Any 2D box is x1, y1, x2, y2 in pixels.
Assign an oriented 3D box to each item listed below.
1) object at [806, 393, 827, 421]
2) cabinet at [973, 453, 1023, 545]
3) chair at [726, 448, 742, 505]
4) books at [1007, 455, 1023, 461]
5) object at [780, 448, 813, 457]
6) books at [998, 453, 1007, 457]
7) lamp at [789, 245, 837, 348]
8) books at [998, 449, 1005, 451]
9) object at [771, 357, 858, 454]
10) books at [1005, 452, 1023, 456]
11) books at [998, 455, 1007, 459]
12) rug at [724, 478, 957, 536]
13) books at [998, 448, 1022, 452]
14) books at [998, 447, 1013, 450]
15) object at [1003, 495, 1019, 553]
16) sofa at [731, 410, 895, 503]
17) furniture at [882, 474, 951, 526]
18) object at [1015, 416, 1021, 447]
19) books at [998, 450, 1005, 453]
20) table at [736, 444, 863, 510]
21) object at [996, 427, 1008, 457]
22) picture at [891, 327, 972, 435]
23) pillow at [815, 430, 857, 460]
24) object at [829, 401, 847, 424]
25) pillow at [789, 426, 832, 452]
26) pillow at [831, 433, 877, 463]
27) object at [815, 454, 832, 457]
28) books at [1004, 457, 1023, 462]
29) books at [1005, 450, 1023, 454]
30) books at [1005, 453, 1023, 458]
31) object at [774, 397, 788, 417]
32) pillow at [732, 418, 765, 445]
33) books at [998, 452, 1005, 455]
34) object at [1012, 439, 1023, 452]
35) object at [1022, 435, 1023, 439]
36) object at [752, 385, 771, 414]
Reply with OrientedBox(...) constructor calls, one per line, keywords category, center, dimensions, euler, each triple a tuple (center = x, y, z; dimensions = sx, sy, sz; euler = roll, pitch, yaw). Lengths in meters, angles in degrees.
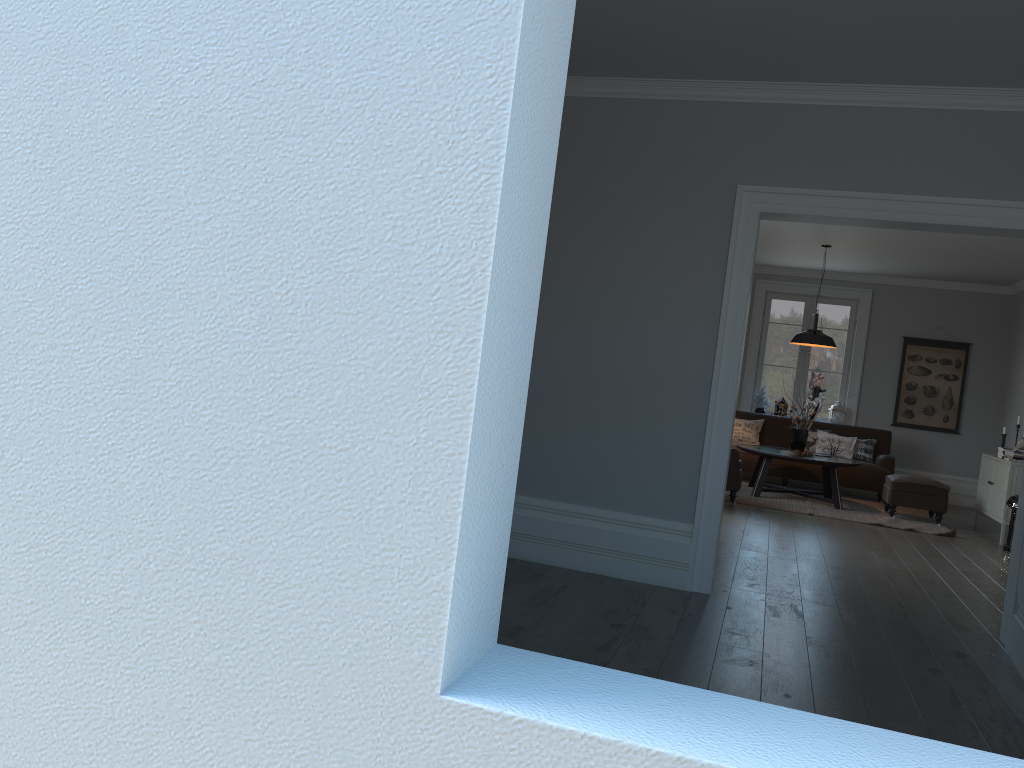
OrientedBox(category="object", center=(3.887, 0.304, 11.332), dimensions=(0.239, 0.410, 0.128), euler=(7, 1, 13))
OrientedBox(category="cabinet", center=(4.776, 1.101, 8.490), dimensions=(0.408, 0.757, 1.152), euler=(7, 2, 17))
OrientedBox(category="chair", center=(1.684, 0.701, 8.534), dimensions=(0.969, 0.795, 0.807), euler=(6, 2, -32))
OrientedBox(category="books", center=(4.778, 0.700, 8.283), dimensions=(0.238, 0.027, 0.175), euler=(7, 2, 13))
OrientedBox(category="object", center=(3.073, 0.726, 9.448), dimensions=(0.404, 0.067, 0.153), euler=(8, 2, 34))
OrientedBox(category="books", center=(4.824, 0.697, 8.506), dimensions=(0.253, 0.016, 0.200), euler=(7, 2, 15))
OrientedBox(category="lamp", center=(3.294, -0.947, 9.501), dimensions=(0.504, 1.075, 0.504), euler=(6, 1, -26))
OrientedBox(category="books", center=(4.834, 0.650, 8.507), dimensions=(0.265, 0.010, 0.196), euler=(8, 2, 17))
OrientedBox(category="object", center=(3.227, 0.237, 9.437), dimensions=(0.853, 1.066, 0.525), euler=(7, 1, -13))
OrientedBox(category="books", center=(4.764, 0.662, 8.280), dimensions=(0.235, 0.017, 0.184), euler=(7, 2, 4))
OrientedBox(category="books", center=(4.832, 0.717, 8.511), dimensions=(0.271, 0.022, 0.200), euler=(8, 2, 19))
OrientedBox(category="rug", center=(3.065, 1.196, 9.577), dimensions=(2.819, 0.090, 2.400), euler=(8, 2, 17))
OrientedBox(category="books", center=(4.831, 0.640, 8.509), dimensions=(0.260, 0.010, 0.196), euler=(7, 2, 15))
OrientedBox(category="books", center=(4.837, 0.631, 8.515), dimensions=(0.263, 0.008, 0.212), euler=(8, 2, 18))
OrientedBox(category="object", center=(4.454, 1.165, 7.653), dimensions=(0.323, 0.599, 0.323), euler=(7, 1, 17))
OrientedBox(category="sofa", center=(3.429, 0.838, 10.719), dimensions=(2.165, 0.824, 0.968), euler=(7, 2, 17))
OrientedBox(category="furniture", center=(4.078, 1.157, 8.973), dimensions=(0.583, 0.440, 0.574), euler=(7, 2, 17))
OrientedBox(category="object", center=(4.911, 0.520, 8.627), dimensions=(0.092, 0.431, 0.092), euler=(6, 1, -24))
OrientedBox(category="books", center=(4.829, 0.664, 8.511), dimensions=(0.251, 0.019, 0.200), euler=(8, 2, 19))
OrientedBox(category="table", center=(3.051, 0.999, 9.546), dimensions=(1.300, 0.503, 1.300), euler=(7, 2, 10))
OrientedBox(category="object", center=(4.839, 0.570, 8.734), dimensions=(0.083, 0.311, 0.083), euler=(7, 1, -6))
OrientedBox(category="picture", center=(5.238, -0.074, 11.067), dimensions=(0.793, 1.313, 0.057), euler=(7, 1, 17))
OrientedBox(category="pillow", center=(3.858, 0.729, 10.585), dimensions=(0.471, 0.309, 0.188), euler=(7, 1, 17))
OrientedBox(category="object", center=(4.151, 0.382, 11.313), dimensions=(0.193, 0.322, 0.193), euler=(7, 1, 10))
OrientedBox(category="pillow", center=(3.601, 0.702, 10.741), dimensions=(0.472, 0.347, 0.159), euler=(7, 1, 14))
OrientedBox(category="pillow", center=(4.079, 0.767, 10.635), dimensions=(0.542, 0.288, 0.183), euler=(8, 1, 18))
OrientedBox(category="object", center=(3.398, 0.782, 9.679), dimensions=(0.207, 0.011, 0.051), euler=(6, 2, -23))
OrientedBox(category="books", center=(4.762, 0.718, 8.295), dimensions=(0.244, 0.014, 0.196), euler=(8, 2, 17))
OrientedBox(category="books", center=(4.767, 0.647, 8.285), dimensions=(0.235, 0.014, 0.184), euler=(7, 2, 4))
OrientedBox(category="books", center=(4.767, 0.678, 8.285), dimensions=(0.235, 0.014, 0.184), euler=(7, 2, 6))
OrientedBox(category="object", center=(3.501, 0.315, 11.530), dimensions=(0.155, 0.284, 0.155), euler=(7, 1, 7))
OrientedBox(category="pillow", center=(2.846, 0.588, 11.009), dimensions=(0.519, 0.368, 0.240), euler=(7, 1, 17))
OrientedBox(category="books", center=(4.837, 0.682, 8.512), dimensions=(0.271, 0.016, 0.222), euler=(8, 2, 17))
OrientedBox(category="object", center=(4.782, 0.578, 8.289), dimensions=(0.194, 0.127, 0.192), euler=(7, 2, 10))
OrientedBox(category="object", center=(5.010, 0.519, 8.663), dimensions=(0.066, 0.457, 0.066), euler=(7, 1, -16))
OrientedBox(category="object", center=(3.248, 0.210, 11.599), dimensions=(0.247, 0.423, 0.263), euler=(6, 2, -38))
